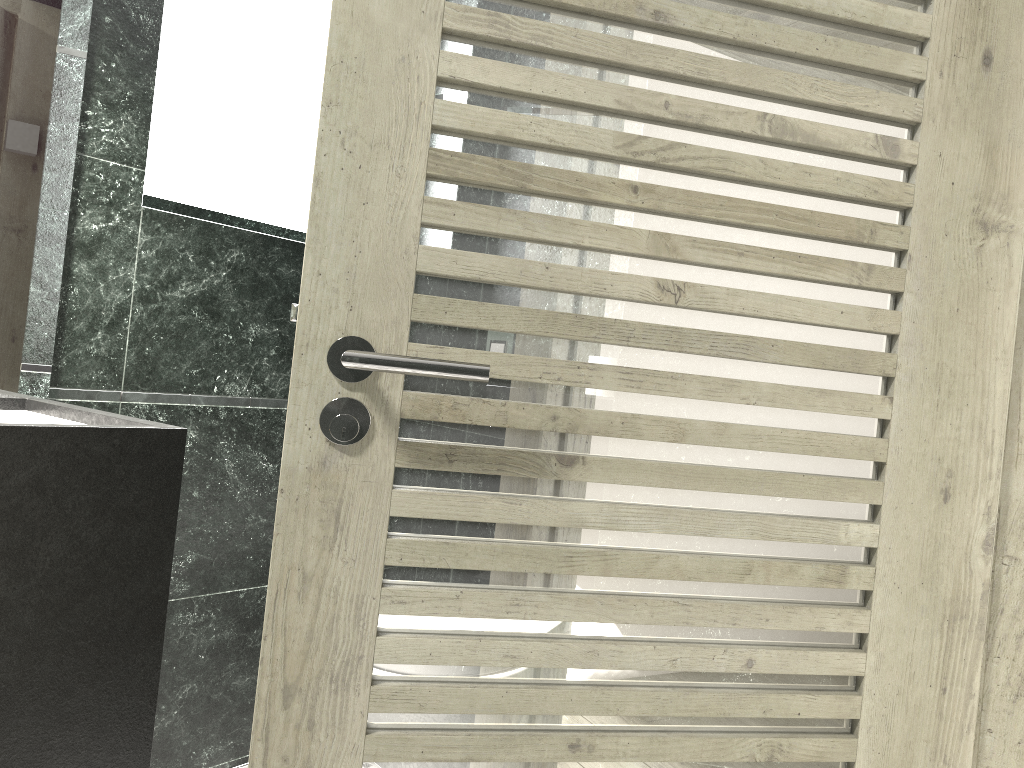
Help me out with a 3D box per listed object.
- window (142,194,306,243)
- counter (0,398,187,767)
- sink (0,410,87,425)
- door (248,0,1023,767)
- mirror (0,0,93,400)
[{"bbox_3d":[-0.671,-0.964,2.750,0.036,1.069,1.137,6,0,38],"label":"window"},{"bbox_3d":[-1.349,0.544,1.297,0.599,1.052,1.418,6,0,38],"label":"counter"},{"bbox_3d":[-1.124,0.022,1.529,0.505,0.408,0.773,6,1,37],"label":"sink"},{"bbox_3d":[0.186,-0.023,1.018,1.002,2.515,1.565,6,0,22],"label":"door"},{"bbox_3d":[-1.220,-0.770,1.739,0.039,1.577,0.727,6,0,38],"label":"mirror"}]
